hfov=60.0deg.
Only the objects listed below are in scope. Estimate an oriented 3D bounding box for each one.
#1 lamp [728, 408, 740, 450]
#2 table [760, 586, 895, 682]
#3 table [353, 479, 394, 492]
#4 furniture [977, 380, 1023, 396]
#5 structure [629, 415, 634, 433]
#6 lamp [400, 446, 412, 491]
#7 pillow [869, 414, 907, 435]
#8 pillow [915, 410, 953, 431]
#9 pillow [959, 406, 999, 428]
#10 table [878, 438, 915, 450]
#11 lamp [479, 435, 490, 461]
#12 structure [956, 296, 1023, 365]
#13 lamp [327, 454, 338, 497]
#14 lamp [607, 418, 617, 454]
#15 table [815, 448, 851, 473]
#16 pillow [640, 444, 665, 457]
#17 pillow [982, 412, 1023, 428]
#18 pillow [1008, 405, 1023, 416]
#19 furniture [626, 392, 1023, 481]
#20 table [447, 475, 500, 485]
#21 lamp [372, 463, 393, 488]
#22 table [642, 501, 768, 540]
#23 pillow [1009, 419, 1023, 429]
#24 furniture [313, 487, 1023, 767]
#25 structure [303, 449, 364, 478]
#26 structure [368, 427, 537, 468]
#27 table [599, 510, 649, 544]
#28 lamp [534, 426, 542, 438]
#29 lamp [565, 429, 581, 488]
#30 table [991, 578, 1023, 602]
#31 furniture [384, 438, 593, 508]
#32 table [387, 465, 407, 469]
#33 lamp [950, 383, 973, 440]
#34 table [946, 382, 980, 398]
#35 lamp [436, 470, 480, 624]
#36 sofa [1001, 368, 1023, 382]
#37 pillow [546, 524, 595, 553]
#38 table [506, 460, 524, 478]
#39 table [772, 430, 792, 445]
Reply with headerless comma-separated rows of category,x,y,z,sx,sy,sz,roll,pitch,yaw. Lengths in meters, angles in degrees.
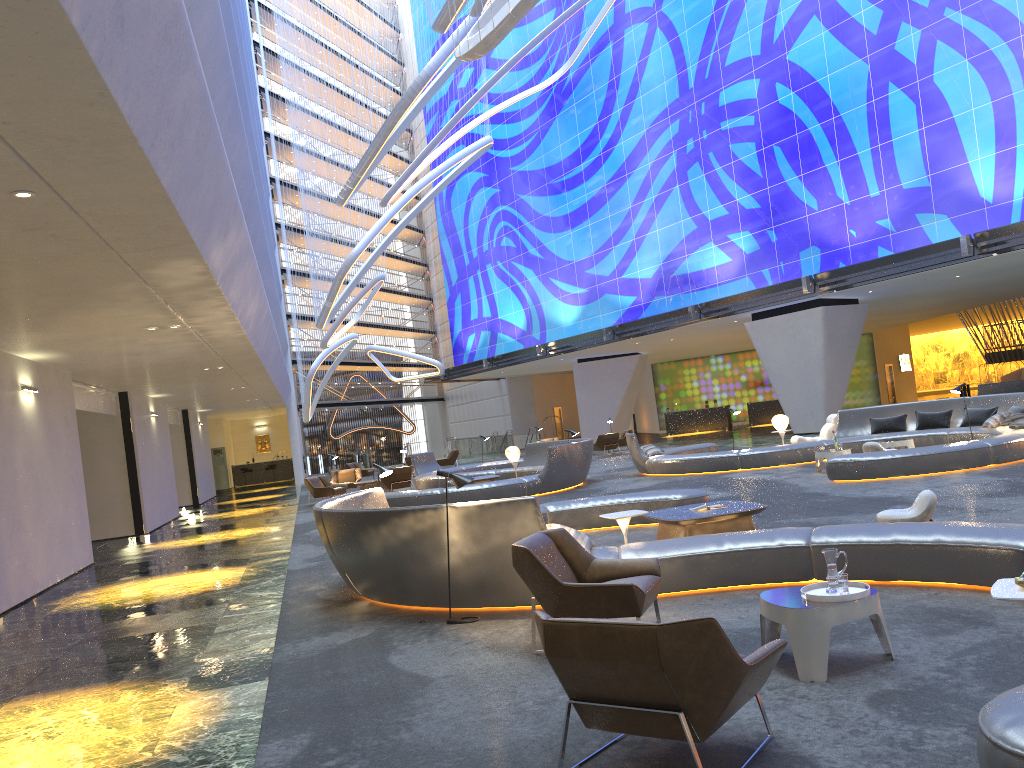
lamp,5.310,1.198,21.017,0.201,1.300,0.385,-7,-1,-38
table,1.822,1.435,5.228,0.670,0.406,0.674,-6,-2,-17
table,-3.909,2.958,25.364,1.202,0.392,1.205,-6,-2,-14
furniture,17.683,0.093,27.856,9.929,0.969,5.188,-7,-2,4
structure,6.263,1.793,47.625,1.020,2.050,0.774,-6,-1,-35
lamp,-2.837,2.318,23.969,0.202,1.300,0.384,-7,-1,3
pillow,7.800,0.850,18.374,0.770,0.369,0.294,-8,-2,31
pillow,8.498,0.721,17.892,0.281,0.416,0.761,-6,-2,-45
pillow,9.020,0.631,17.129,0.314,0.386,0.786,-7,-2,-22
table,7.063,1.247,16.415,0.674,0.406,0.671,-7,-2,6
lamp,-0.814,2.209,27.404,0.384,1.300,0.202,-7,0,4
structure,26.877,-3.136,33.209,11.971,6.245,16.515,-7,-2,-13
lamp,-5.309,2.721,26.433,0.384,1.300,0.202,-7,0,4
lamp,3.514,1.833,31.222,0.202,1.300,0.384,-7,-1,3
table,5.683,1.391,15.808,0.672,0.406,0.672,-8,-2,39
pillow,3.183,1.530,20.462,0.692,0.262,0.878,-7,-2,-5
pillow,8.989,0.643,16.164,0.879,0.262,0.691,-9,-3,42
pillow,9.170,0.574,16.105,0.317,0.366,0.775,-7,-2,3
furniture,6.182,1.123,18.469,5.178,0.969,9.947,-6,-2,-21
table,-0.878,2.393,20.606,1.202,0.392,1.205,-7,-2,-13
lamp,-1.618,1.654,11.338,0.385,1.300,0.201,-7,-1,36
table,2.129,1.584,9.794,1.202,0.392,1.205,-7,-2,-13
pillow,8.757,0.693,15.115,0.445,0.207,0.442,-9,-2,38
furniture,1.114,1.307,7.684,5.179,0.969,9.944,-6,-2,-17
structure,-10.868,8.272,54.867,3.014,8.236,19.860,-7,-2,-13
structure,-4.742,7.630,56.751,9.296,8.396,19.764,-7,-2,-13
table,1.106,1.545,8.547,0.417,0.595,0.428,-7,-1,-17
lamp,1.042,2.236,33.686,0.384,1.300,0.202,-7,0,4
lamp,1.356,1.619,19.451,0.384,1.300,0.202,-7,0,4
table,2.368,1.203,3.949,0.428,0.595,0.417,-8,-1,31
furniture,-0.498,2.118,22.738,5.186,0.969,9.931,-7,-2,4
table,-4.357,3.364,33.991,1.203,0.392,1.203,-7,-2,5
lamp,8.440,0.632,16.566,0.383,1.300,0.202,-7,0,-20
table,21.073,0.370,41.233,1.245,0.727,2.303,-8,-2,34
lamp,-0.437,1.352,7.458,0.384,1.300,0.202,-7,0,-14
sofa,22.598,-0.127,38.961,1.063,1.179,3.416,-7,-2,12
pillow,0.385,1.357,7.752,0.879,0.262,0.691,-9,-3,39
table,0.111,2.210,21.909,0.417,0.595,0.428,-7,-1,-14
table,6.376,1.398,20.853,0.417,0.595,0.428,-6,-1,-39
